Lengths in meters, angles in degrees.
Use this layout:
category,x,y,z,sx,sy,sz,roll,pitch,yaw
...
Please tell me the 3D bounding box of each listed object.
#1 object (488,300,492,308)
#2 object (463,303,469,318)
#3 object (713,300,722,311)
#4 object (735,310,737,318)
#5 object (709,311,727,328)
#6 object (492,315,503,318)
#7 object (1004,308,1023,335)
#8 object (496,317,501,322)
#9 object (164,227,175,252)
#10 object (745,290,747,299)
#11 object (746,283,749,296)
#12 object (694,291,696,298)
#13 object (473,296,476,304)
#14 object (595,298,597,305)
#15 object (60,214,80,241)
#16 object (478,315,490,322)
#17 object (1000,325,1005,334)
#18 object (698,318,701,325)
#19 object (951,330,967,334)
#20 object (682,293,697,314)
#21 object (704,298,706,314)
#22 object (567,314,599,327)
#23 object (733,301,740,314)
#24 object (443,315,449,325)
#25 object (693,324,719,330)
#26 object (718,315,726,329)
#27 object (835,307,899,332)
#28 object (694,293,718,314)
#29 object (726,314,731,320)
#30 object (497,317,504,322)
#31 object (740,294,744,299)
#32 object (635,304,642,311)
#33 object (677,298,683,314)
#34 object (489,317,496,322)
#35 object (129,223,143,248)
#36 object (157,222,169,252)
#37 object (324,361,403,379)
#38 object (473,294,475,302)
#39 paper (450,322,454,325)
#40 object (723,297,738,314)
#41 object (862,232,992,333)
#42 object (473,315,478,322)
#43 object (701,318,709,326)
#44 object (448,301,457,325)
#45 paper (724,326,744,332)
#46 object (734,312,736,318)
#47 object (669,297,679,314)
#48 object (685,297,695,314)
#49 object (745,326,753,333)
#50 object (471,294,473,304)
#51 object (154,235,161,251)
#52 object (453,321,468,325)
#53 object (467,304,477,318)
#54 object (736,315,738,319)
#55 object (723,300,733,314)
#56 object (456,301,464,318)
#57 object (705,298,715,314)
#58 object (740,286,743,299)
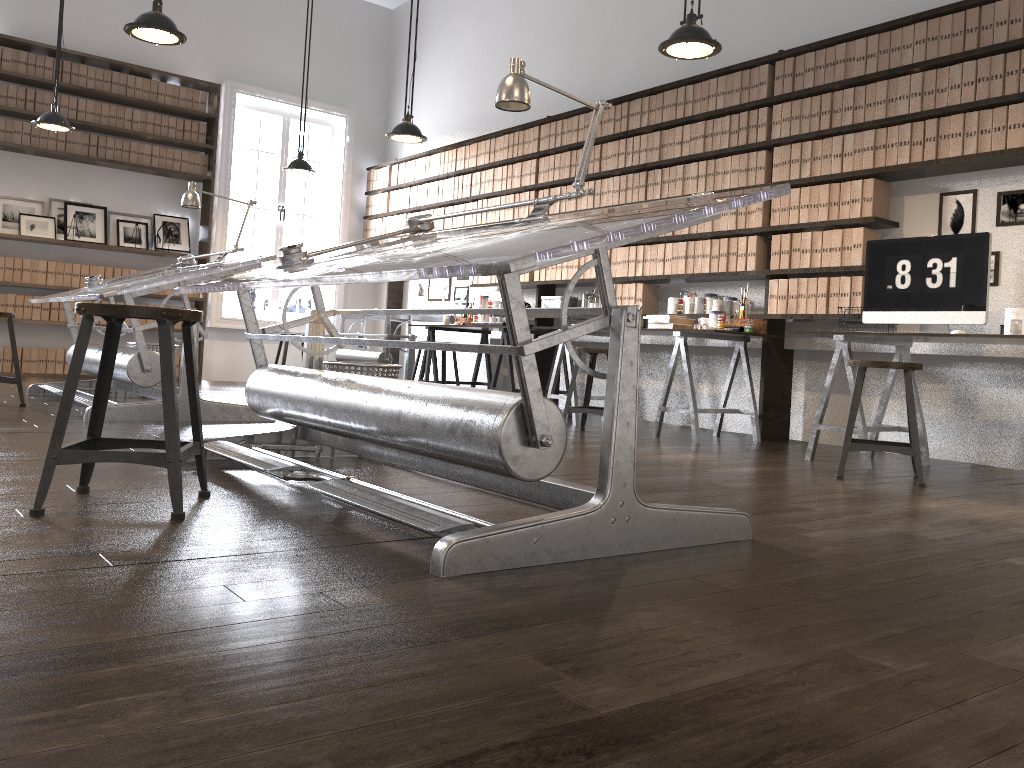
category,x,y,z,sx,sy,sz,roll,pitch,yaw
object,-0.191,-0.695,8.070,0.051,0.140,0.050,4,-1,-39
object,-0.405,-0.619,7.997,0.068,0.230,0.069,4,-1,-40
object,1.357,-0.507,5.850,0.062,0.096,0.062,3,0,-5
object,1.388,-0.389,5.519,0.005,0.148,0.033,4,-1,-38
object,1.300,-0.389,5.600,0.104,0.142,0.105,3,0,-30
object,-0.128,-0.538,7.673,0.094,0.128,0.095,3,0,-33
object,2.333,-0.277,4.100,0.094,0.145,0.094,3,0,-11
object,-0.117,-0.522,7.604,0.044,0.101,0.045,4,-1,-37
object,-3.393,-1.423,8.770,0.110,0.262,0.040,4,-1,-37
object,1.427,-0.489,5.438,0.008,0.186,0.071,3,-1,5
object,1.442,-0.509,5.449,0.020,0.228,0.007,3,-1,-6
object,1.263,-0.555,6.099,0.029,0.169,0.004,4,-1,-15
object,-0.343,-0.680,7.803,0.006,0.193,0.055,4,-1,-38
object,0.656,-0.605,6.858,0.041,0.125,0.008,3,-1,42
object,-4.080,-1.444,8.189,0.174,0.260,0.040,3,-1,-37
object,-0.242,-0.549,7.647,0.104,0.142,0.105,3,0,-45
object,2.404,-0.276,4.265,0.097,0.142,0.091,3,0,32
object,1.245,-0.379,5.766,0.063,0.093,0.062,3,0,4
object,2.097,-0.238,4.149,0.106,0.028,0.059,2,2,-40
object,1.238,-0.551,6.173,0.094,0.162,0.095,4,0,-41
object,1.321,-0.526,6.058,0.045,0.128,0.044,4,-1,-19
object,0.562,-0.475,6.537,0.283,0.161,0.204,2,1,-37
object,1.493,-0.499,5.859,0.062,0.096,0.062,3,0,-5
object,-0.585,-0.566,7.950,0.068,0.104,0.068,3,0,-33
object,1.198,-0.344,5.418,0.197,0.050,0.132,4,2,24
object,1.308,-0.372,5.523,0.049,0.112,0.049,4,-1,-34
object,1.946,-0.336,4.853,0.203,0.161,0.284,3,1,-45
object,1.325,-0.542,6.077,0.205,0.162,0.094,3,0,-36
object,1.356,-0.383,5.703,0.094,0.128,0.095,3,0,-41
object,-0.098,-0.519,7.549,0.062,0.093,0.063,3,0,12
object,1.417,-0.477,5.443,0.038,0.153,0.008,3,-1,12
object,0.886,-0.472,6.316,0.101,0.209,0.101,3,0,8
object,1.175,-0.540,6.204,0.044,0.128,0.045,4,-1,-37
object,-0.166,-0.524,7.567,0.062,0.094,0.062,3,0,3
object,-3.628,-1.428,8.547,0.124,0.260,0.040,4,-1,-37
object,-3.431,-1.444,8.706,0.118,0.304,0.040,4,-1,-37
object,-0.660,0.099,3.818,0.352,0.378,0.353,3,0,-15
object,-0.340,-0.694,7.815,0.021,0.228,0.007,4,-1,-25
paper,-0.508,-0.518,7.718,0.155,0.038,0.137,5,2,38
object,1.470,-0.517,5.969,0.094,0.130,0.094,3,0,40
object,2.124,-0.492,4.534,0.204,0.518,0.644,4,0,-37
object,-0.314,-0.541,7.676,0.049,0.112,0.049,4,-1,-41
object,1.244,-0.377,5.696,0.062,0.094,0.062,3,0,13
object,-0.529,-0.623,7.903,0.068,0.230,0.069,4,-1,-40
paper,1.294,-0.331,5.326,0.137,0.038,0.155,3,2,-22
object,1.378,-0.390,5.523,0.005,0.130,0.040,4,-1,-39
object,1.126,-0.541,6.166,0.062,0.119,0.062,3,0,13
object,1.215,-0.532,6.053,0.062,0.119,0.062,3,0,21
object,1.411,-0.323,5.275,0.049,0.037,0.049,3,1,-34
object,-0.357,-0.686,7.797,0.007,0.214,0.055,3,-1,-2
object,-3.461,-1.374,8.640,0.066,0.166,0.040,4,-1,-37
object,-0.446,-0.515,7.600,0.132,0.050,0.197,3,2,-8
object,-0.222,-0.644,7.844,0.344,0.146,0.077,3,0,-14
object,1.396,-0.386,5.536,0.005,0.124,0.040,4,-1,-41
object,1.424,-0.502,5.850,0.062,0.095,0.063,3,0,-5
object,-0.472,-0.625,7.946,0.068,0.237,0.069,4,-1,-40
object,1.342,-0.523,6.000,0.062,0.119,0.062,3,0,21
object,1.419,-0.502,5.455,0.007,0.214,0.055,4,-1,-31
